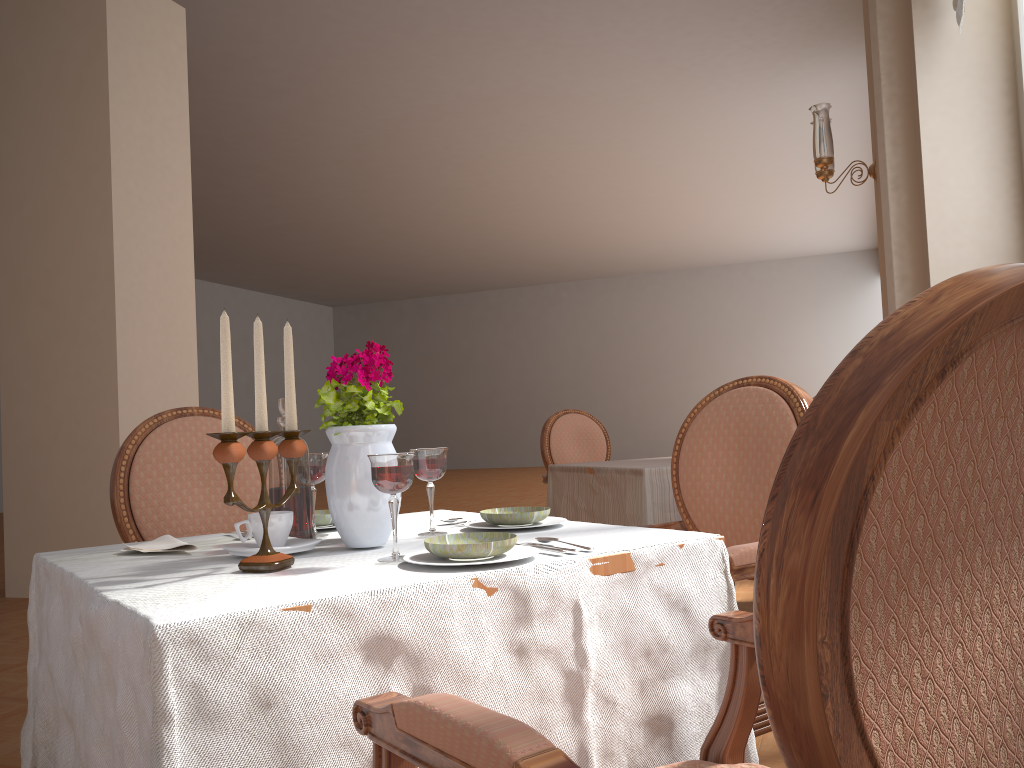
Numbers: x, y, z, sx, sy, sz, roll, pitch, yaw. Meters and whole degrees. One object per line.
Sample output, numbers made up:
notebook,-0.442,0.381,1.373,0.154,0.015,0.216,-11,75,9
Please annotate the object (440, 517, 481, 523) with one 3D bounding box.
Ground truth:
object,-0.073,0.241,1.586,0.125,0.006,0.027,-1,-4,-34

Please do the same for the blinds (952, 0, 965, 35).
blinds,1.572,-2.037,3.109,0.072,1.375,0.844,-4,-3,21

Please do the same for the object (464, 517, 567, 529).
object,0.006,0.231,1.466,0.171,0.005,0.171,0,-4,-39

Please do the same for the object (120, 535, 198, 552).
object,-0.560,0.250,1.379,0.095,0.012,0.234,-1,-3,-31

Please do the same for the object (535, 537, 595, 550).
object,0.070,0.213,1.189,0.027,0.006,0.126,-1,-4,-34

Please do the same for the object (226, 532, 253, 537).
object,-0.468,0.256,1.516,0.027,0.006,0.126,-1,-4,-37

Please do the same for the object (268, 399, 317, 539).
object,-0.342,0.134,1.361,0.074,0.222,0.074,-3,-2,0

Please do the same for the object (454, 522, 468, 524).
object,-0.049,0.238,1.547,0.127,0.004,0.013,-1,-3,-32

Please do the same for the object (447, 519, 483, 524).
object,-0.058,0.241,1.566,0.125,0.002,0.016,-1,-3,-32

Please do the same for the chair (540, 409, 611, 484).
chair,0.422,0.576,4.310,0.521,0.931,0.593,-2,-3,-25

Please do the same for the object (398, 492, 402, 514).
object,-0.222,0.173,1.411,0.093,0.138,0.093,-1,-3,-41

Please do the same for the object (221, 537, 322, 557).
object,-0.340,0.232,1.256,0.119,0.016,0.119,-5,-4,40

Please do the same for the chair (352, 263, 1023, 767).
chair,0.205,0.404,0.770,0.521,0.931,0.593,-1,-3,-36

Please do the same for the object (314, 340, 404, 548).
object,-0.225,0.083,1.289,0.124,0.302,0.143,-4,-3,19

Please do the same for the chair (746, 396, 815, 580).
chair,0.987,0.484,3.052,0.521,0.931,0.593,-2,-3,-25

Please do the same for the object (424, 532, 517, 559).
object,-0.051,0.205,1.110,0.117,0.024,0.117,-1,-3,-28

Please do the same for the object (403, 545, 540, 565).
object,-0.050,0.215,1.110,0.171,0.005,0.171,-2,-3,-19

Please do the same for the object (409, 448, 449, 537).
object,-0.127,0.169,1.391,0.062,0.135,0.062,-1,-3,-38

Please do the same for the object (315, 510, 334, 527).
object,-0.353,0.244,1.602,0.117,0.024,0.117,-4,-3,30

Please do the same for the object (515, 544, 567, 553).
object,0.030,0.215,1.164,0.013,0.004,0.127,-1,-3,-32

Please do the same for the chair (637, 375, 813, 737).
chair,0.338,0.448,1.750,0.593,0.931,0.521,-1,-3,-36

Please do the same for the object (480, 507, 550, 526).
object,0.006,0.220,1.466,0.117,0.024,0.117,-3,-3,-1

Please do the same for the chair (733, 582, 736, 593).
chair,1.309,0.517,3.987,0.593,0.931,0.521,-2,-3,-25

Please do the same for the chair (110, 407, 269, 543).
chair,-0.596,0.501,1.891,0.521,0.931,0.593,-1,-3,-36

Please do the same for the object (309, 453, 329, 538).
object,-0.326,0.181,1.448,0.062,0.135,0.062,-1,-3,-38

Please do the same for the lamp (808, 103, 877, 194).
lamp,1.542,-1.098,4.138,0.274,0.362,0.320,-4,-3,20

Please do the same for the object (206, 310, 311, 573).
object,-0.317,0.072,1.126,0.059,0.325,0.177,-4,-3,19

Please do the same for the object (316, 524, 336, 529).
object,-0.352,0.255,1.601,0.171,0.005,0.171,-1,-3,-32

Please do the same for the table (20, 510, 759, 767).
table,-0.221,0.578,1.330,0.836,0.680,0.830,-1,-3,-36

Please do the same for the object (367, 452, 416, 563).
object,-0.151,0.156,1.131,0.062,0.135,0.062,-1,-3,-38

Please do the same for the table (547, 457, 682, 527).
table,0.685,0.658,3.683,0.831,0.676,0.830,-2,-3,-25

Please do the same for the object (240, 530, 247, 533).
object,-0.449,0.258,1.532,0.016,0.002,0.125,-1,-4,-35

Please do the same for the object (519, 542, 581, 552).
object,0.049,0.215,1.173,0.016,0.002,0.125,-1,-3,-32

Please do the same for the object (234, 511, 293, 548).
object,-0.349,0.208,1.256,0.078,0.049,0.062,-2,-3,-7
